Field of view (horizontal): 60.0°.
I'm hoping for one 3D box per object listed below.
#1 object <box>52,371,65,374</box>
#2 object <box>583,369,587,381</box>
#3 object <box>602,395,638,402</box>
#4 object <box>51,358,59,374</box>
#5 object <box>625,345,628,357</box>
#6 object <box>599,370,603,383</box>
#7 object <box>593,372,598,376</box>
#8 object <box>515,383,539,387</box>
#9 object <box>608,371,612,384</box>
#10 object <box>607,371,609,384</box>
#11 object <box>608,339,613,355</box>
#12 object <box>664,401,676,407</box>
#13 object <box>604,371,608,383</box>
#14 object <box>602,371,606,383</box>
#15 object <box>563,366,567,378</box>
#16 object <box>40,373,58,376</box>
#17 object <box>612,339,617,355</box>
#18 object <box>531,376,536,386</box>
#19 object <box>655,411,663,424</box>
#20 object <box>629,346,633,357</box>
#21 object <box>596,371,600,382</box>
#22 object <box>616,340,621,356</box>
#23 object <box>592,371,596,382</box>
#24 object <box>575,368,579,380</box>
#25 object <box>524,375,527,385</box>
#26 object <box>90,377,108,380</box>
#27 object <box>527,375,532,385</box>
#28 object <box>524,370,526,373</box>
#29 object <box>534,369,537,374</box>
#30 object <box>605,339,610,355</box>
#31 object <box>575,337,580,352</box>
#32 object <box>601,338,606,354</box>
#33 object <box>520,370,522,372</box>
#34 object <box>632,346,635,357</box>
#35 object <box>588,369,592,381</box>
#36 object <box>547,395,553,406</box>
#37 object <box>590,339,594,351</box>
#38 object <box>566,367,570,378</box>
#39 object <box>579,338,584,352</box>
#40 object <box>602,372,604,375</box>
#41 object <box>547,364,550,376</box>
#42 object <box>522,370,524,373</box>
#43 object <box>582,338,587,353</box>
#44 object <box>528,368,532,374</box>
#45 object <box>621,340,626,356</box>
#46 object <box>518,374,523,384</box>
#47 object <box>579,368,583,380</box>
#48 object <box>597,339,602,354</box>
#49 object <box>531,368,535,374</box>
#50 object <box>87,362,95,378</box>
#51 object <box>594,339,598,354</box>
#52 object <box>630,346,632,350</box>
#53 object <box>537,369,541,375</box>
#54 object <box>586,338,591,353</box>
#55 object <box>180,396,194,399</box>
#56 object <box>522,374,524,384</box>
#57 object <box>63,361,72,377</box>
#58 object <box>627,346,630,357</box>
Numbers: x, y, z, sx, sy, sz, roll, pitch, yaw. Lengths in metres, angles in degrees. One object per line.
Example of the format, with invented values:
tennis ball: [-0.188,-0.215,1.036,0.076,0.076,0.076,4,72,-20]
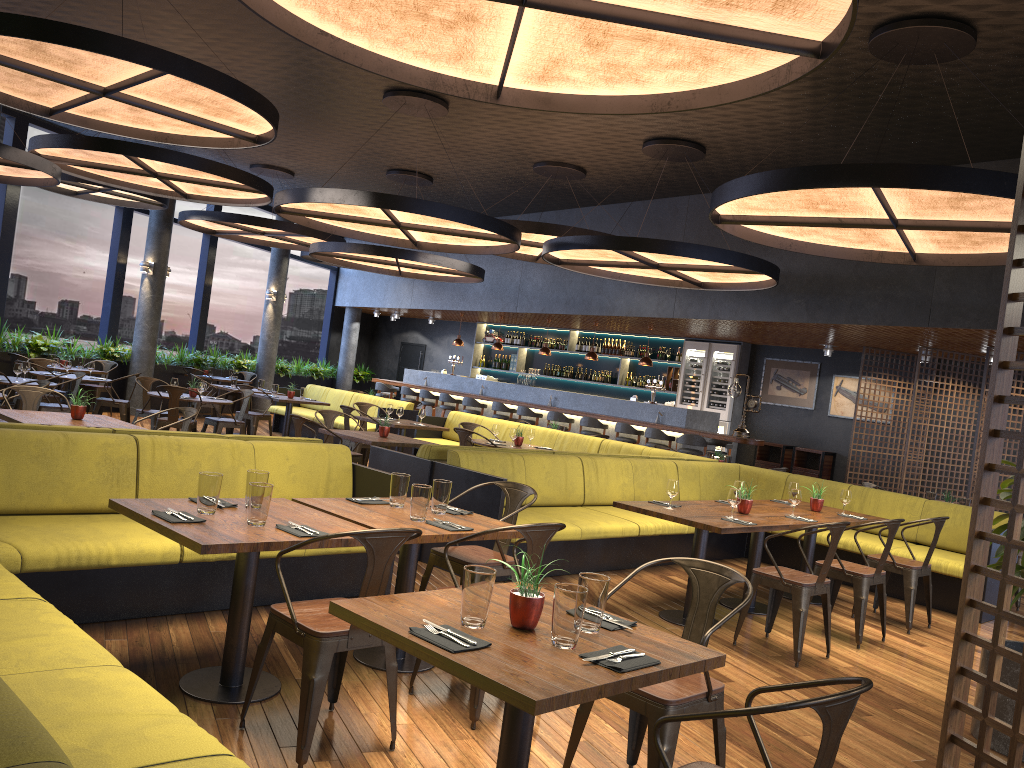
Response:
object: [-6.169,-0.153,12.068,0.255,0.019,0.157,8,1,31]
object: [1.537,-0.195,18.507,0.063,0.254,0.063,8,1,17]
object: [1.843,0.206,15.402,0.766,0.106,0.200,8,1,45]
object: [-6.128,-0.241,11.895,0.097,0.206,0.097,8,1,32]
object: [2.283,-0.657,17.666,0.056,0.227,0.056,8,0,7]
object: [1.817,-0.153,18.032,0.063,0.254,0.063,8,1,38]
object: [1.721,-0.145,18.367,0.097,0.206,0.097,8,0,-14]
object: [0.286,0.026,17.062,0.437,0.019,0.273,8,1,45]
object: [1.994,-0.129,18.039,0.063,0.254,0.063,8,1,17]
object: [1.954,-0.136,18.149,0.063,0.254,0.063,8,1,-18]
object: [2.015,-0.749,17.948,0.084,0.330,0.084,7,1,-38]
object: [2.600,0.322,14.613,0.177,0.091,0.091,8,1,20]
object: [1.913,-0.140,17.970,0.063,0.254,0.063,7,1,-38]
object: [1.884,-0.144,18.102,0.063,0.254,0.063,8,1,-17]
object: [1.137,-0.251,18.806,0.063,0.254,0.063,7,1,-27]
object: [-5.998,-0.126,11.557,0.157,0.019,0.255,8,1,22]
object: [2.084,-0.739,17.873,0.084,0.330,0.084,7,1,-38]
object: [0.405,-0.053,17.005,0.105,0.209,0.105,8,0,-10]
object: [2.403,0.543,14.520,0.114,0.203,0.069,8,0,-11]
object: [2.369,-0.645,17.580,0.056,0.227,0.056,8,1,32]
object: [1.773,-0.145,18.159,0.088,0.224,0.088,7,1,-31]
object: [2.153,-0.729,17.806,0.084,0.330,0.084,7,1,-38]
object: [1.698,-0.156,18.235,0.088,0.224,0.088,8,0,14]
object: [1.371,-0.217,18.518,0.063,0.254,0.063,8,1,17]
object: [0.277,-0.071,17.045,0.105,0.209,0.105,8,0,-10]
object: [-5.599,-0.075,11.964,0.255,0.019,0.157,8,0,-14]
object: [0.329,-0.062,16.918,0.105,0.209,0.105,8,0,-10]
object: [0.292,-0.275,19.635,0.042,0.059,0.042,8,0,7]
object: [0.522,-0.272,19.434,0.084,0.119,0.084,8,0,0]
object: [1.950,-0.758,18.014,0.084,0.330,0.084,7,1,-38]
object: [1.386,-0.829,18.587,0.085,0.310,0.086,8,1,-18]
object: [1.883,-0.768,18.079,0.084,0.330,0.084,7,1,-38]
object: [0.209,-0.287,19.717,0.042,0.059,0.042,8,0,7]
object: [2.411,-0.640,17.624,0.056,0.227,0.056,7,1,-43]
object: [1.626,-0.182,18.428,0.063,0.254,0.063,8,0,3]
object: [0.707,0.300,16.212,0.114,0.203,0.069,8,1,34]
object: [1.676,-0.788,18.432,0.085,0.310,0.086,7,1,-34]
object: [1.198,-0.243,18.858,0.063,0.254,0.063,8,0,-12]
object: [1.473,-0.817,18.634,0.085,0.310,0.086,7,1,-31]
object: [1.853,-0.135,18.239,0.088,0.224,0.088,8,1,39]
object: [0.790,-0.301,19.118,0.063,0.254,0.063,8,1,32]
object: [0.250,-0.280,19.625,0.042,0.059,0.042,8,0,7]
object: [1.527,-0.808,18.452,0.085,0.310,0.086,8,0,-12]
object: [0.402,-0.290,19.554,0.084,0.119,0.084,8,0,0]
object: [2.259,-0.716,17.876,0.084,0.330,0.084,7,1,-38]
object: [0.158,-0.087,17.096,0.105,0.209,0.105,8,0,-10]
object: [1.441,-0.207,18.447,0.063,0.254,0.063,8,0,-8]
object: [1.811,-0.769,18.300,0.085,0.310,0.086,8,0,-4]
object: [0.462,-0.281,19.494,0.084,0.119,0.084,8,0,0]
object: [-5.728,-0.188,12.063,0.097,0.206,0.097,7,1,-41]
object: [1.728,-0.780,18.250,0.085,0.310,0.086,8,0,-12]
object: [2.367,-0.646,17.667,0.056,0.227,0.056,8,0,7]
object: [0.584,-0.264,19.372,0.084,0.119,0.084,8,0,0]
object: [1.590,-0.799,18.385,0.085,0.310,0.086,8,1,-18]
object: [-3.918,0.162,10.651,0.157,0.019,0.255,8,0,-3]
object: [0.242,-0.076,17.164,0.105,0.209,0.105,8,0,-10]
object: [-5.823,-0.197,11.614,0.097,0.206,0.097,8,0,13]
object: [2.326,-0.651,17.624,0.056,0.227,0.056,8,1,22]
